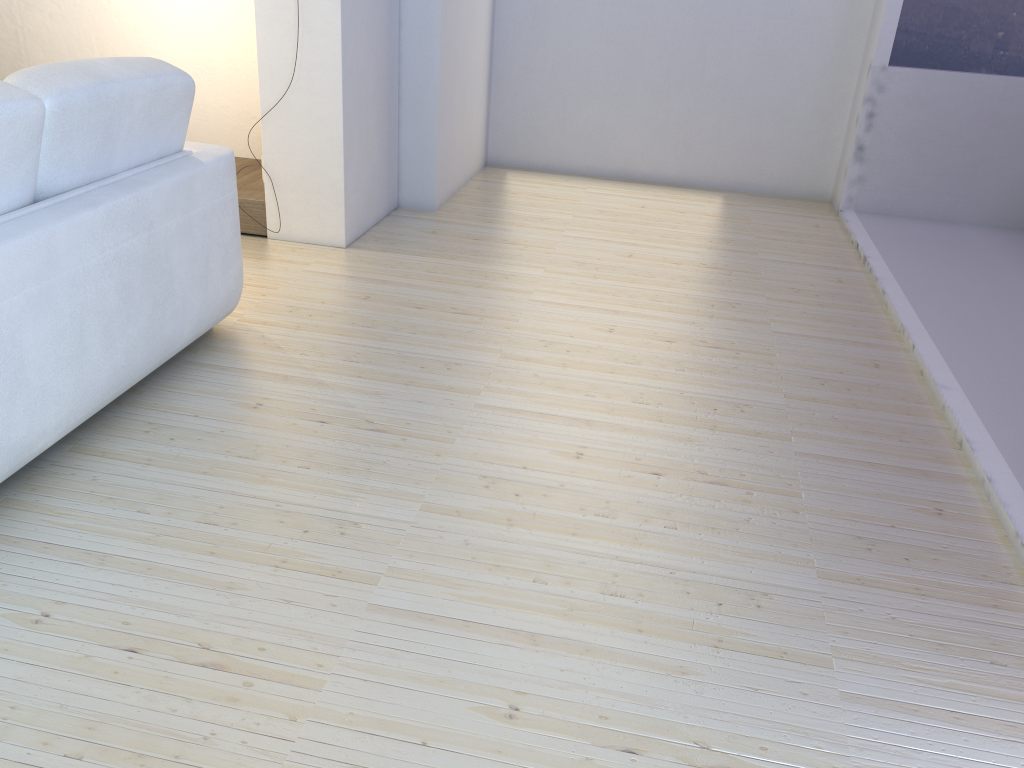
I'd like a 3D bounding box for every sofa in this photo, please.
[{"bbox_3d":[-1.498,-0.231,1.953,0.941,0.862,2.166,8,26,8],"label":"sofa"}]

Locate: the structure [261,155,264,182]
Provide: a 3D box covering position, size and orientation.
[{"bbox_3d":[-1.018,-0.942,3.800,0.028,0.114,0.206,8,26,8],"label":"structure"}]

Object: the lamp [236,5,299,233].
[{"bbox_3d":[-1.219,-1.517,3.411,0.891,1.841,0.204,6,26,5],"label":"lamp"}]
